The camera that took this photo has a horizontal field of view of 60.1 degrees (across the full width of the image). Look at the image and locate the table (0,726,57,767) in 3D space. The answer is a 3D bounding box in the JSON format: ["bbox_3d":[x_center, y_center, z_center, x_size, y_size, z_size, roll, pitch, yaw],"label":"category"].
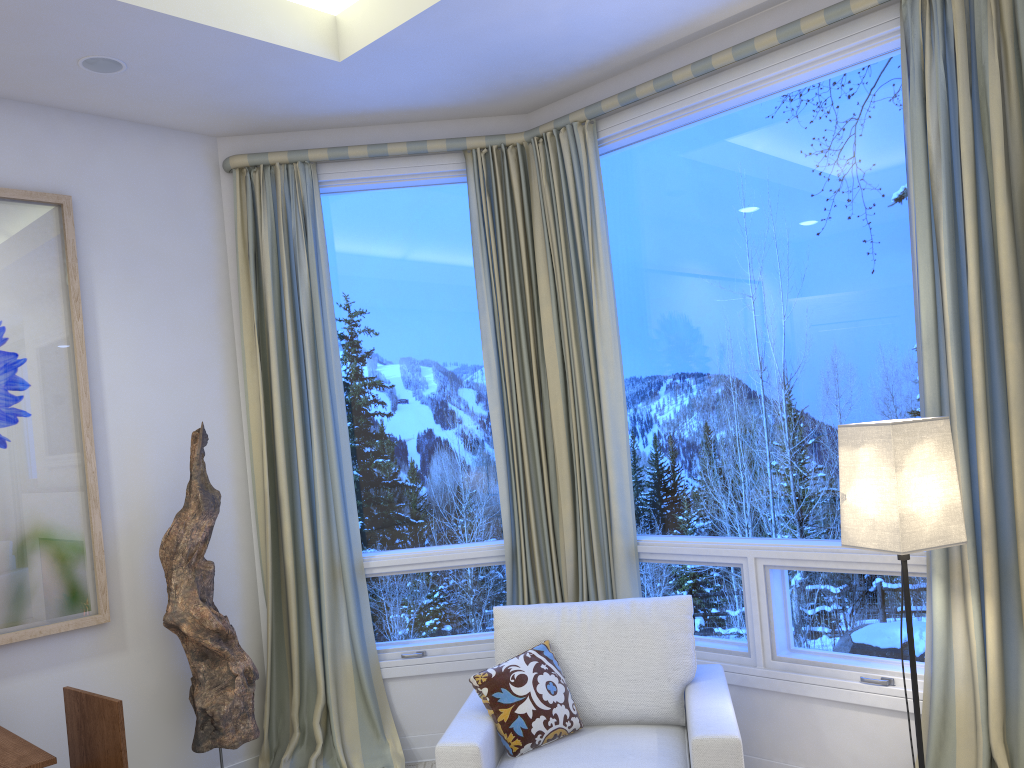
[{"bbox_3d":[-1.616,1.226,2.125,0.903,0.600,0.739,-7,-2,44],"label":"table"}]

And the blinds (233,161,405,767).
[{"bbox_3d":[-0.822,0.322,3.316,0.642,2.374,0.295,-5,0,-4],"label":"blinds"}]

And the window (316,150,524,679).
[{"bbox_3d":[1.708,-0.159,1.440,6.864,2.026,0.812,-8,-2,44],"label":"window"}]

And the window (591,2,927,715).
[{"bbox_3d":[0.864,-0.012,2.929,1.517,2.027,0.205,-6,0,44],"label":"window"}]

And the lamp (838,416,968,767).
[{"bbox_3d":[0.663,0.752,2.788,0.276,1.205,1.533,-5,-1,-33],"label":"lamp"}]

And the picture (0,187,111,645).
[{"bbox_3d":[-2.034,0.110,2.435,0.030,1.460,1.677,-5,-1,44],"label":"picture"}]

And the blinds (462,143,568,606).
[{"bbox_3d":[0.063,0.248,3.366,0.524,2.371,0.269,-5,0,-2],"label":"blinds"}]

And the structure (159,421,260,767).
[{"bbox_3d":[-1.066,0.828,3.099,0.304,1.394,0.264,-5,0,-45],"label":"structure"}]

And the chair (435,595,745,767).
[{"bbox_3d":[0.245,1.030,2.605,0.807,0.706,0.687,-5,-1,9],"label":"chair"}]

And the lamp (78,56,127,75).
[{"bbox_3d":[-1.263,-0.978,2.734,0.137,0.014,0.137,-6,-3,16],"label":"lamp"}]

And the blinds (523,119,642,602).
[{"bbox_3d":[0.228,0.230,3.268,0.526,2.368,0.266,-5,0,37],"label":"blinds"}]

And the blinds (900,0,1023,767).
[{"bbox_3d":[1.210,0.095,2.301,0.227,2.368,0.662,-5,0,-41],"label":"blinds"}]

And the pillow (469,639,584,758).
[{"bbox_3d":[0.045,0.920,2.614,0.284,0.272,0.188,-4,-1,-36],"label":"pillow"}]

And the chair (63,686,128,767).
[{"bbox_3d":[-1.301,1.209,2.457,0.341,0.610,0.339,-5,-1,39],"label":"chair"}]
